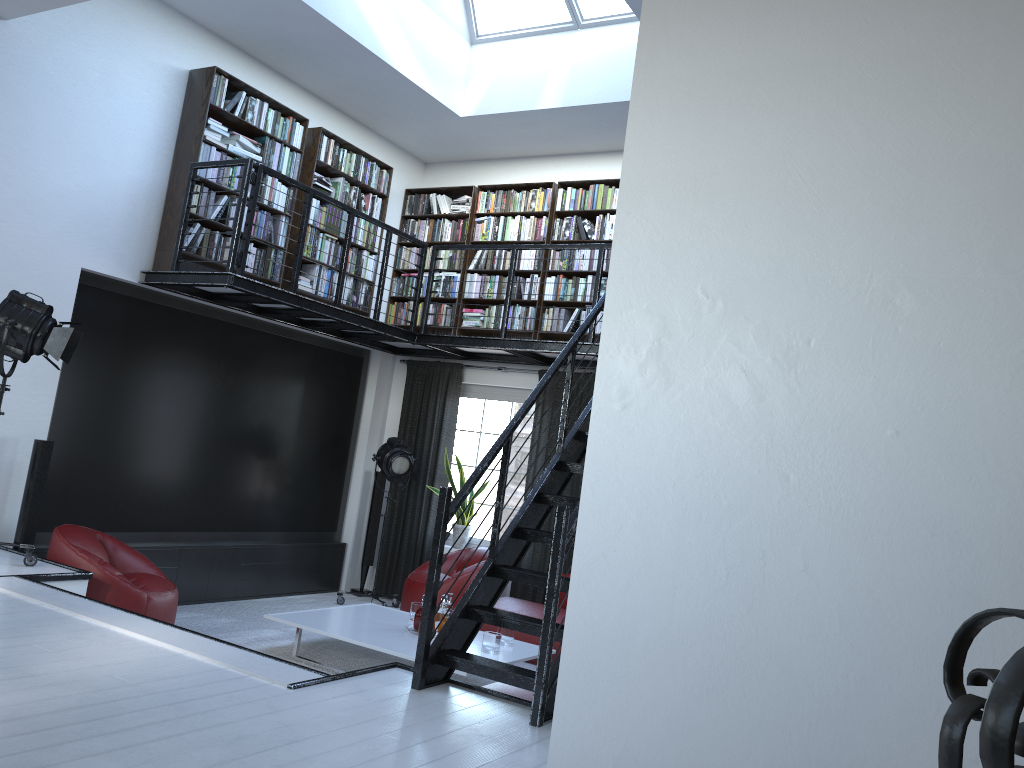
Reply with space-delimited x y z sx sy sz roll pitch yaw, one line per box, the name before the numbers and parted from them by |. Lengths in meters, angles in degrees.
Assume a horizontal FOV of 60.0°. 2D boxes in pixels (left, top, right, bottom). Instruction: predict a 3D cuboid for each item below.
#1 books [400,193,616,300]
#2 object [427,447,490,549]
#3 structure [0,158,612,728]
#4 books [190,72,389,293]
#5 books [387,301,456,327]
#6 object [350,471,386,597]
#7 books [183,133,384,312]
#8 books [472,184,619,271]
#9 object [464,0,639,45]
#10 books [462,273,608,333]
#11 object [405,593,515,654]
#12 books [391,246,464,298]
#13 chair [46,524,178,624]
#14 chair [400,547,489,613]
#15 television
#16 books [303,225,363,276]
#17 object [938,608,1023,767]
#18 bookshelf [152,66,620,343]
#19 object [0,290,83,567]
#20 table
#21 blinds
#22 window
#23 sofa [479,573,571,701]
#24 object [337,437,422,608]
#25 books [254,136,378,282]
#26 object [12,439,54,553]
books | 0.756 -1.123 8.120 4.447 1.402 0.241 5 -8 31
object | -0.616 1.087 8.512 0.553 0.944 0.523 2 -9 41
structure | -0.525 0.280 6.091 4.494 3.368 4.590 4 -7 31
books | -1.916 -1.549 7.650 0.315 1.429 2.194 4 -7 31
books | 0.506 -1.208 7.718 4.441 1.435 1.278 5 -7 32
object | -1.409 1.482 8.822 0.157 1.226 0.157 15 -10 -43
books | -0.107 -1.381 6.605 4.382 1.415 2.193 5 -6 30
books | 0.800 -1.415 8.170 2.640 0.831 0.212 5 -8 31
object | 0.344 -3.438 7.172 2.224 0.636 1.179 5 -6 31
books | 1.067 -0.955 7.927 3.396 1.127 0.239 5 -8 30
object | -0.425 1.616 6.216 1.010 0.296 0.509 4 -6 34
books | 0.761 -1.133 8.125 4.441 1.418 0.226 5 -8 30
chair | -2.583 1.314 5.732 0.831 0.714 0.826 7 -6 10
chair | -0.537 1.777 7.809 0.829 0.714 0.828 9 -6 -8
television | -2.424 0.614 7.512 0.117 2.437 3.334 4 -7 31
books | 0.174 -1.303 7.055 4.389 1.410 1.163 5 -7 31
object | 0.269 0.524 0.319 0.322 1.056 0.632 4 -7 26
bookshelf | 0.080 -1.255 6.946 4.481 1.623 3.072 5 -6 31
object | -2.915 0.245 5.170 0.544 1.585 0.609 10 -7 -15
table | -0.710 1.838 6.111 1.667 0.245 1.159 5 -6 31
blinds | -0.173 1.004 8.324 2.511 2.396 0.124 4 -8 31
window | -0.222 0.820 8.638 1.168 1.612 0.132 4 -8 30
sofa | 0.373 1.781 5.964 2.545 0.658 3.262 5 -6 30
object | -0.089 1.403 7.910 2.908 1.585 0.749 6 -7 15
books | 0.016 -1.207 6.851 4.341 1.145 1.590 5 -6 30
object | -3.182 0.972 5.765 0.157 1.226 0.156 6 -7 11
